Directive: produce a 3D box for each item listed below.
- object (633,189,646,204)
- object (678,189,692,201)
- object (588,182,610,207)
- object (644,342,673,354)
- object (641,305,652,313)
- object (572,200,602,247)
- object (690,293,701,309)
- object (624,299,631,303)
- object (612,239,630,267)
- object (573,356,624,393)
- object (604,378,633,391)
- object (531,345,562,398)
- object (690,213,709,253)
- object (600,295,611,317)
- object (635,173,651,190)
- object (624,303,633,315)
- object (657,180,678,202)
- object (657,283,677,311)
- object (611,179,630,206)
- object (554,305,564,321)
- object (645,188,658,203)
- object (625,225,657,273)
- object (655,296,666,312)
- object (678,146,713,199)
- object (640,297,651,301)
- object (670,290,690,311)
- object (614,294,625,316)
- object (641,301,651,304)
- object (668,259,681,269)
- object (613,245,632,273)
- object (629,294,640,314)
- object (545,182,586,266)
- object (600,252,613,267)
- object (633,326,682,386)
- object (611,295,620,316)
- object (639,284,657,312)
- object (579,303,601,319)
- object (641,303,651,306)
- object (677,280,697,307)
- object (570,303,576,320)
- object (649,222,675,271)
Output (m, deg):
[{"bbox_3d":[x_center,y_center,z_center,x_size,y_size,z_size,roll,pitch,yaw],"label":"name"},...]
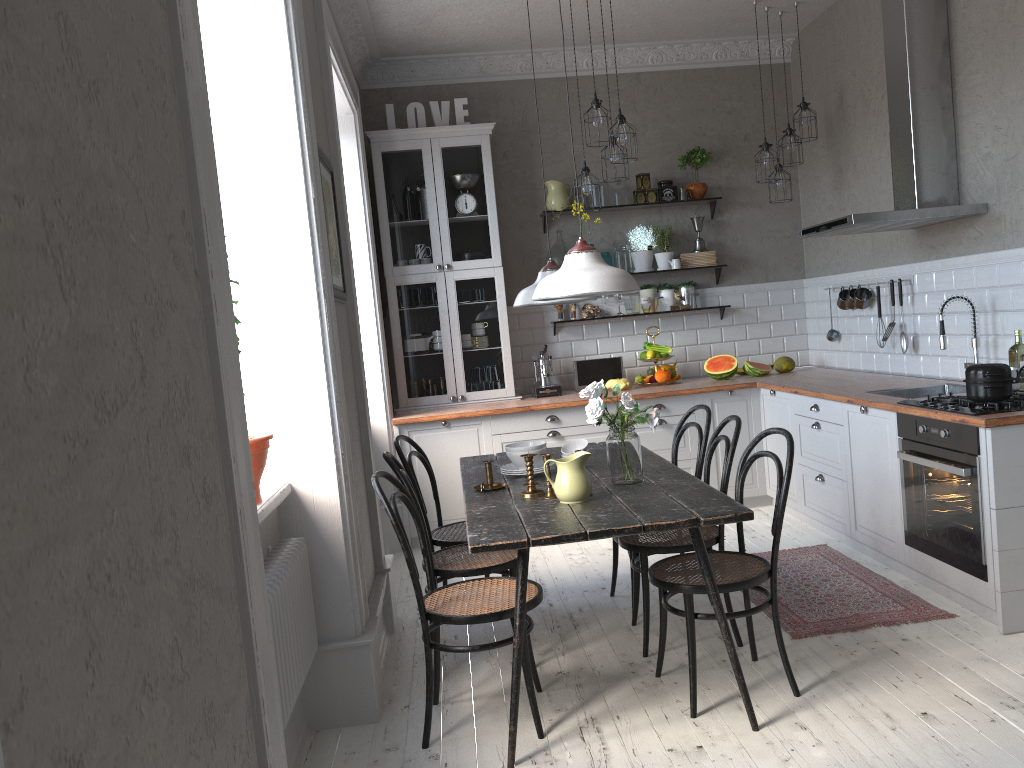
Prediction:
[{"bbox_3d":[0.930,-1.355,6.454,0.083,0.113,0.082,-6,4,-5],"label":"object"},{"bbox_3d":[1.255,-1.376,6.438,0.094,0.096,0.074,-6,4,-5],"label":"object"},{"bbox_3d":[0.629,-1.360,6.426,0.168,0.184,0.175,-3,5,34],"label":"object"},{"bbox_3d":[1.040,-0.261,6.336,0.211,0.101,0.067,-5,4,0],"label":"object"},{"bbox_3d":[0.978,-0.543,6.441,0.078,0.051,0.076,-6,4,-12],"label":"object"},{"bbox_3d":[0.527,-1.039,6.338,0.193,0.540,0.278,-6,4,-13],"label":"object"},{"bbox_3d":[1.346,-0.611,6.509,0.078,0.108,0.077,-6,4,-12],"label":"object"},{"bbox_3d":[0.867,-0.589,6.545,0.077,0.083,0.078,-5,4,13],"label":"object"},{"bbox_3d":[0.812,-0.941,6.582,0.131,0.264,0.131,-5,4,0],"label":"object"},{"bbox_3d":[0.623,-0.069,6.361,0.353,0.226,0.087,-6,4,-6],"label":"object"},{"bbox_3d":[0.741,0.004,6.176,0.198,0.083,0.188,-6,4,-5],"label":"object"},{"bbox_3d":[0.236,-0.096,6.228,0.206,0.370,0.351,-6,4,-4],"label":"object"},{"bbox_3d":[1.381,-1.114,6.549,0.132,0.288,0.129,-7,4,-20],"label":"object"},{"bbox_3d":[0.687,-0.603,6.509,0.083,0.217,0.081,-7,4,-19],"label":"object"},{"bbox_3d":[0.954,-1.469,6.438,0.084,0.113,0.081,-7,4,-25],"label":"object"},{"bbox_3d":[0.870,-0.556,6.547,0.077,0.083,0.078,-5,4,13],"label":"object"},{"bbox_3d":[1.133,-1.409,6.521,0.142,0.174,0.141,-6,4,-5],"label":"object"},{"bbox_3d":[1.151,-0.649,6.590,0.171,0.214,0.149,-4,4,24],"label":"object"},{"bbox_3d":[0.798,-1.401,6.538,0.137,0.220,0.143,-2,6,44],"label":"object"},{"bbox_3d":[0.343,-0.589,6.470,0.054,0.264,0.060,-8,5,-34],"label":"object"},{"bbox_3d":[1.018,-1.363,6.460,0.082,0.113,0.083,-5,4,5],"label":"object"},{"bbox_3d":[0.974,-1.000,6.536,0.243,0.354,0.236,-5,4,13],"label":"object"},{"bbox_3d":[1.086,-0.586,6.506,0.078,0.108,0.077,-6,4,-12],"label":"object"},{"bbox_3d":[1.357,-1.540,6.492,0.257,0.397,0.244,-4,4,19],"label":"object"},{"bbox_3d":[0.972,-0.602,6.437,0.078,0.051,0.076,-7,4,-19],"label":"object"},{"bbox_3d":[1.235,-0.617,6.514,0.121,0.147,0.098,-8,5,-37],"label":"object"},{"bbox_3d":[0.783,-0.607,6.425,0.083,0.217,0.081,-7,4,-19],"label":"object"},{"bbox_3d":[0.975,-0.577,6.439,0.076,0.051,0.078,-4,4,14],"label":"object"},{"bbox_3d":[1.194,-0.873,6.453,0.104,0.071,0.063,-4,4,25],"label":"object"},{"bbox_3d":[0.802,-0.901,6.432,0.123,0.206,0.126,-4,4,17],"label":"object"},{"bbox_3d":[0.903,-0.582,6.474,0.080,0.139,0.077,-8,5,-32],"label":"object"},{"bbox_3d":[0.344,-1.092,6.358,0.341,0.674,0.331,-8,5,-37],"label":"object"},{"bbox_3d":[0.675,-0.878,6.508,0.126,0.172,0.126,-6,4,-2],"label":"object"},{"bbox_3d":[1.029,-0.205,6.364,0.357,0.426,0.347,-7,4,-20],"label":"object"},{"bbox_3d":[0.774,-0.612,6.514,0.083,0.217,0.081,-7,4,-19],"label":"object"},{"bbox_3d":[0.997,-0.637,6.564,0.159,0.217,0.153,-7,4,-25],"label":"object"},{"bbox_3d":[0.560,-0.533,6.458,0.180,0.111,0.094,-7,4,-28],"label":"object"},{"bbox_3d":[0.977,-0.560,6.440,0.078,0.051,0.076,-6,4,-12],"label":"object"},{"bbox_3d":[1.315,-0.665,6.616,0.159,0.213,0.152,-6,4,-7],"label":"object"},{"bbox_3d":[0.449,-0.599,6.466,0.052,0.264,0.062,-3,5,31],"label":"object"},{"bbox_3d":[1.109,-1.022,6.498,0.188,0.380,0.166,-9,6,-44],"label":"object"}]
